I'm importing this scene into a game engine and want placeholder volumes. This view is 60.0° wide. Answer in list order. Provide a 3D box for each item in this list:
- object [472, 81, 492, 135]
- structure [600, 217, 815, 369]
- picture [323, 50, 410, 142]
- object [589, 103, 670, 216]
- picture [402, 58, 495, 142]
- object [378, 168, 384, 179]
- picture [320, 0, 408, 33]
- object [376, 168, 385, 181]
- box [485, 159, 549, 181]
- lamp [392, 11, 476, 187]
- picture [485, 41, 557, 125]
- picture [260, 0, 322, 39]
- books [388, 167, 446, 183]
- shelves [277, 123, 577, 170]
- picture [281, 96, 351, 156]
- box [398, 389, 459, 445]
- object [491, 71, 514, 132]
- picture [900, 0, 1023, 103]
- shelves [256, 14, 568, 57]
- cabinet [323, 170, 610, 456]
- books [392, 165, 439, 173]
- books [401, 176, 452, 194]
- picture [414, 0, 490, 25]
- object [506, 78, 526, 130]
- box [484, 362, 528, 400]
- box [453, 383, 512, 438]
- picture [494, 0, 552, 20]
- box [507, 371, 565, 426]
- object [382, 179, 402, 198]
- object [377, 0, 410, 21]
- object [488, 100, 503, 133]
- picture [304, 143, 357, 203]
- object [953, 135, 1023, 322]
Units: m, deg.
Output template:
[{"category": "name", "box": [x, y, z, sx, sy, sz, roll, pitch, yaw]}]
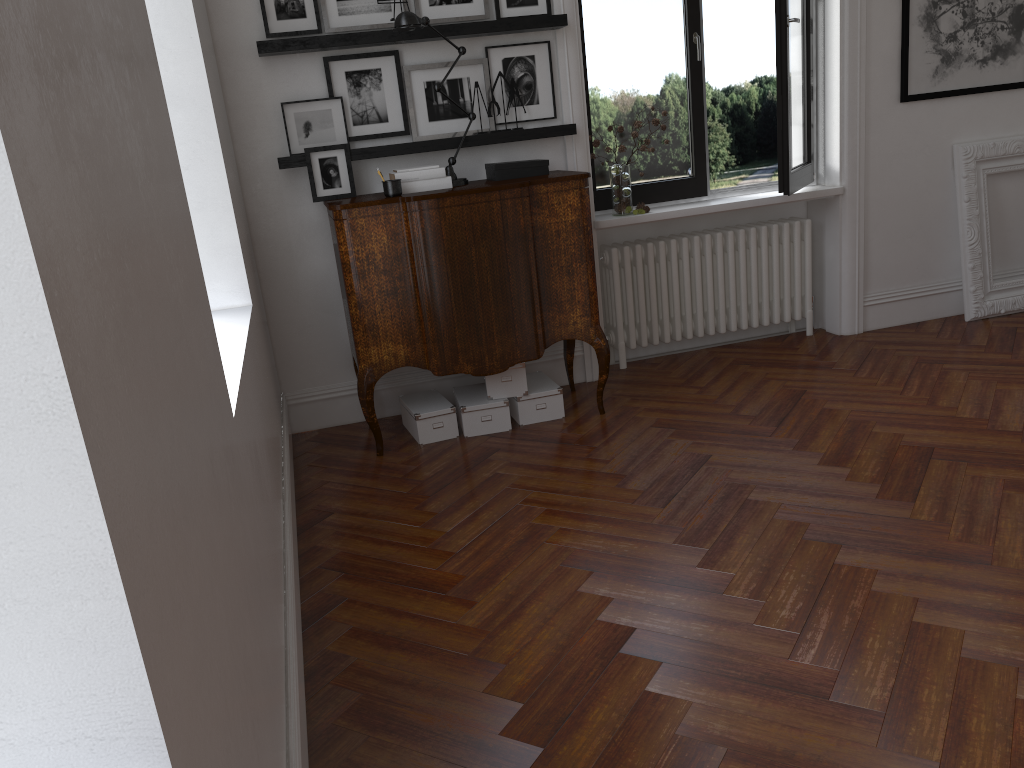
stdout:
[{"category": "object", "box": [-0.166, -1.403, 4.513, 0.124, 0.262, 0.040, -10, 18, -12]}, {"category": "structure", "box": [1.208, -0.545, 5.444, 1.452, 0.783, 0.224, -10, 17, -12]}, {"category": "picture", "box": [-0.722, -1.432, 4.421, 0.373, 0.409, 0.020, -10, 18, -12]}, {"category": "object", "box": [0.715, -1.280, 5.030, 0.539, 0.603, 0.316, -21, 22, -39]}, {"category": "picture", "box": [-0.317, -1.448, 4.523, 0.433, 0.367, 0.020, -10, 18, -12]}, {"category": "object", "box": [-0.583, -0.926, 4.061, 0.045, 0.140, 0.010, -11, 18, -15]}, {"category": "picture", "box": [-0.725, -1.911, 4.286, 0.415, 0.370, 0.020, -10, 18, -12]}, {"category": "object", "box": [-0.584, -0.925, 4.036, 0.050, 0.120, 0.010, -9, 17, -9]}, {"category": "box", "box": [0.025, -1.081, 4.469, 0.282, 0.087, 0.207, -10, 17, -12]}, {"category": "lamp", "box": [-0.340, -1.361, 4.280, 0.174, 0.807, 0.489, 8, 22, 40]}, {"category": "picture", "box": [0.049, -1.556, 4.591, 0.343, 0.387, 0.020, -10, 18, -12]}, {"category": "picture", "box": [-1.064, -1.826, 4.221, 0.266, 0.317, 0.020, -10, 18, -12]}, {"category": "books", "box": [-0.461, -1.010, 4.279, 0.239, 0.044, 0.253, -10, 17, -12]}, {"category": "shelves", "box": [-0.415, -1.207, 4.493, 1.513, 0.055, 0.155, -10, 17, -12]}, {"category": "picture", "box": [-0.967, -1.271, 4.376, 0.299, 0.255, 0.020, -10, 18, -12]}, {"category": "box", "box": [-0.432, 0.173, 4.581, 0.209, 0.178, 0.392, -12, 17, -17]}, {"category": "object", "box": [-0.046, -1.446, 4.542, 0.118, 0.300, 0.040, -10, 18, -12]}, {"category": "picture", "box": [2.620, -2.344, 5.055, 0.882, 1.331, 0.035, -10, 18, -12]}, {"category": "shelves", "box": [-0.471, -1.707, 4.336, 1.513, 0.055, 0.157, -10, 17, -12]}, {"category": "cabinet", "box": [-0.208, -0.373, 4.468, 1.265, 1.225, 0.637, -10, 17, -12]}, {"category": "books", "box": [-0.462, -1.032, 4.250, 0.200, 0.014, 0.178, -10, 17, -12]}, {"category": "books", "box": [-0.455, -0.960, 4.289, 0.294, 0.057, 0.228, -10, 17, -12]}, {"category": "picture", "box": [-0.313, -2.004, 4.368, 0.369, 0.411, 0.020, -10, 18, -12]}, {"category": "object", "box": [0.016, -1.446, 4.587, 0.110, 0.263, 0.040, -10, 18, -12]}, {"category": "box", "box": [-0.043, -0.066, 4.615, 0.209, 0.178, 0.392, -7, 16, -2]}, {"category": "box", "box": [-0.157, 0.133, 4.610, 0.244, 0.178, 0.392, -9, 16, -7]}, {"category": "picture", "box": [0.047, -1.996, 4.464, 0.289, 0.305, 0.020, -10, 18, -12]}, {"category": "box", "box": [0.102, 0.078, 4.695, 0.244, 0.178, 0.392, -10, 17, -12]}, {"category": "object", "box": [-0.547, -0.894, 4.063, 0.091, 0.078, 0.091, -20, 21, -38]}, {"category": "object", "box": [-0.564, -1.846, 4.284, 0.174, 0.262, 0.040, -10, 18, -12]}, {"category": "object", "box": [-0.088, -1.361, 4.517, 0.066, 0.162, 0.040, -10, 18, -12]}, {"category": "picture", "box": [-0.885, -1.029, 4.325, 0.213, 0.259, 0.020, -10, 18, -12]}, {"category": "object", "box": [3.133, -0.978, 5.476, 0.829, 1.069, 0.232, -10, 18, -12]}]
